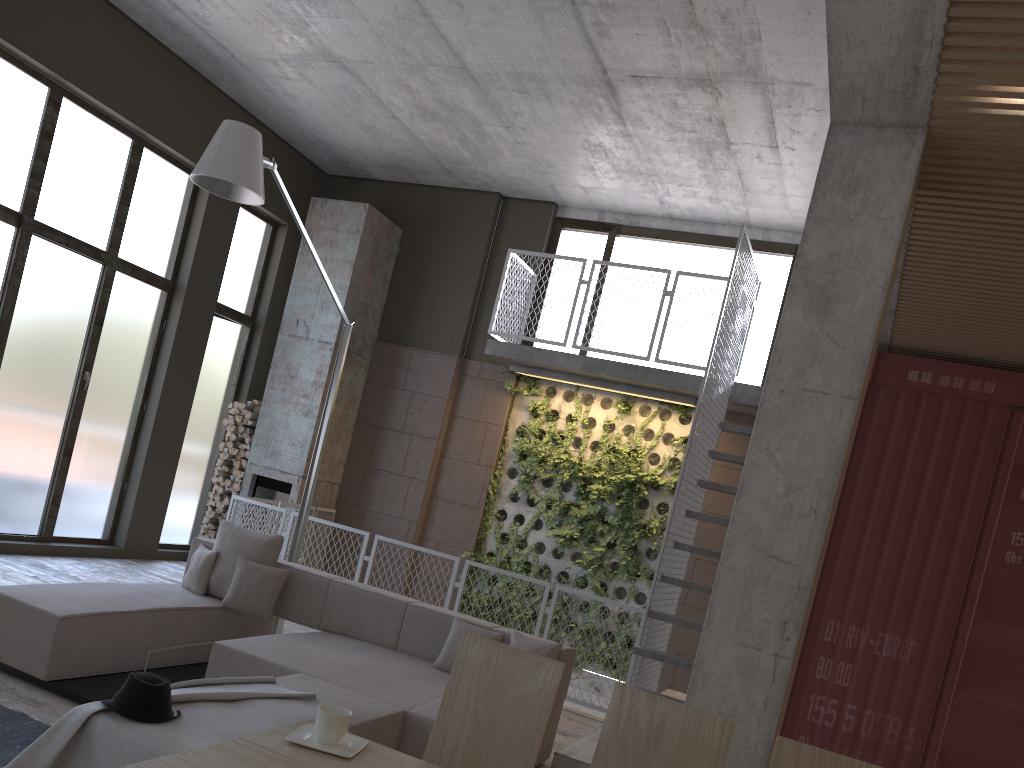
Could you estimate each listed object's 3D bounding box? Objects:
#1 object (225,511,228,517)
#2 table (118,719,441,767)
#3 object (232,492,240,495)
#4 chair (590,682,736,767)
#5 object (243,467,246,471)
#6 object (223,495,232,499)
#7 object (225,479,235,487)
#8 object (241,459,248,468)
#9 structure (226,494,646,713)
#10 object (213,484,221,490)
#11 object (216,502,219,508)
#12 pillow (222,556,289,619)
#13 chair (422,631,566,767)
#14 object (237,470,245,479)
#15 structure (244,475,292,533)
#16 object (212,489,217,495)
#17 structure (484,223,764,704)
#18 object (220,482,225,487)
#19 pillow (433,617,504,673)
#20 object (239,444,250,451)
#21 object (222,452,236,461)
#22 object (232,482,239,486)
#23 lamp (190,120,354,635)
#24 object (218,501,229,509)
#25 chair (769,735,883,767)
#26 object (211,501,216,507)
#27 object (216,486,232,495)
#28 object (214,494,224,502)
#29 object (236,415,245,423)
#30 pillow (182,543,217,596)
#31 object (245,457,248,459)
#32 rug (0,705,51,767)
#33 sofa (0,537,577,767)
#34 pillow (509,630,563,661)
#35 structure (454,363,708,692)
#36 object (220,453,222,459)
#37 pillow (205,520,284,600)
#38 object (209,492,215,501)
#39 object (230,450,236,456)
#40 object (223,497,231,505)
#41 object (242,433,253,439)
[{"bbox_3d":[-3.288,1.587,10.625,0.090,0.089,0.464,13,-7,22],"label":"object"},{"bbox_3d":[1.497,1.708,1.089,5.129,0.921,1.029,11,-5,22],"label":"table"},{"bbox_3d":[-3.234,1.364,10.599,0.066,0.084,0.433,13,-7,21],"label":"object"},{"bbox_3d":[0.152,1.373,2.113,0.344,1.191,0.734,14,-1,28],"label":"chair"},{"bbox_3d":[-3.124,1.039,10.622,0.100,0.086,0.369,12,-7,22],"label":"object"},{"bbox_3d":[-3.371,1.411,10.688,0.100,0.086,0.369,12,-7,22],"label":"object"},{"bbox_3d":[-3.301,1.224,10.621,0.090,0.089,0.464,13,-7,21],"label":"object"},{"bbox_3d":[-3.117,0.982,10.550,0.087,0.108,0.372,13,-7,22],"label":"object"},{"bbox_3d":[-0.630,2.171,9.050,4.378,0.931,1.963,11,-7,22],"label":"structure"},{"bbox_3d":[-3.504,1.282,10.689,0.099,0.102,0.298,12,-7,24],"label":"object"},{"bbox_3d":[-3.442,1.489,10.674,0.066,0.067,0.431,13,-7,22],"label":"object"},{"bbox_3d":[-1.763,1.402,6.034,0.378,0.371,0.169,14,-1,-5],"label":"pillow"},{"bbox_3d":[-0.283,1.298,2.355,0.344,1.191,0.734,14,-1,26],"label":"chair"},{"bbox_3d":[-3.125,1.120,10.579,0.092,0.083,0.489,12,-7,22],"label":"object"},{"bbox_3d":[-2.856,1.574,10.311,0.569,0.925,0.057,13,1,22],"label":"structure"},{"bbox_3d":[-3.529,1.314,10.605,0.045,0.072,0.256,13,-7,22],"label":"object"},{"bbox_3d":[0.988,0.887,8.437,3.641,4.303,3.085,13,-2,22],"label":"structure"},{"bbox_3d":[-3.403,1.232,10.639,0.088,0.056,0.338,12,-7,22],"label":"object"},{"bbox_3d":[-0.278,1.699,5.565,0.366,0.358,0.189,13,-1,22],"label":"pillow"},{"bbox_3d":[-3.129,0.800,10.632,0.113,0.079,0.443,12,-7,22],"label":"object"},{"bbox_3d":[-3.323,0.907,10.627,0.092,0.083,0.489,12,-7,22],"label":"object"},{"bbox_3d":[-3.225,1.233,10.623,0.066,0.071,0.431,13,-7,22],"label":"object"},{"bbox_3d":[-1.730,0.333,6.403,0.751,3.413,2.656,14,-2,11],"label":"lamp"},{"bbox_3d":[-3.372,1.492,10.645,0.092,0.083,0.489,12,-7,22],"label":"object"},{"bbox_3d":[0.603,1.457,1.914,0.345,1.191,0.732,14,-1,20],"label":"chair"},{"bbox_3d":[-3.515,1.473,10.704,0.066,0.067,0.431,13,-7,22],"label":"object"},{"bbox_3d":[-3.437,1.298,10.613,0.097,0.106,0.300,13,-7,24],"label":"object"},{"bbox_3d":[-3.454,1.407,10.693,0.091,0.093,0.445,13,-7,22],"label":"object"},{"bbox_3d":[-3.158,0.464,10.612,0.092,0.082,0.489,12,-7,22],"label":"object"},{"bbox_3d":[-2.242,1.346,6.303,0.153,0.375,0.364,14,-3,-34],"label":"pillow"},{"bbox_3d":[-3.069,0.877,10.553,0.099,0.102,0.298,12,-7,24],"label":"object"},{"bbox_3d":[-2.705,1.362,2.867,1.149,0.049,2.974,11,-8,23],"label":"rug"},{"bbox_3d":[-1.541,1.521,4.900,2.963,0.782,3.070,11,-8,22],"label":"sofa"},{"bbox_3d":[0.094,1.737,5.441,0.357,0.365,0.191,12,-2,27],"label":"pillow"},{"bbox_3d":[0.717,1.577,9.702,2.597,3.812,1.018,13,0,22],"label":"structure"},{"bbox_3d":[-3.393,0.904,10.656,0.066,0.067,0.431,13,-7,22],"label":"object"},{"bbox_3d":[-1.935,1.279,6.224,0.556,0.556,0.224,12,-1,24],"label":"pillow"},{"bbox_3d":[-3.553,1.387,10.686,0.087,0.108,0.372,13,-7,22],"label":"object"},{"bbox_3d":[-3.237,0.853,10.624,0.113,0.079,0.443,12,-7,22],"label":"object"},{"bbox_3d":[-3.304,1.437,10.602,0.089,0.089,0.464,12,-7,24],"label":"object"},{"bbox_3d":[-3.097,0.653,10.591,0.120,0.067,0.371,11,-8,24],"label":"object"}]
